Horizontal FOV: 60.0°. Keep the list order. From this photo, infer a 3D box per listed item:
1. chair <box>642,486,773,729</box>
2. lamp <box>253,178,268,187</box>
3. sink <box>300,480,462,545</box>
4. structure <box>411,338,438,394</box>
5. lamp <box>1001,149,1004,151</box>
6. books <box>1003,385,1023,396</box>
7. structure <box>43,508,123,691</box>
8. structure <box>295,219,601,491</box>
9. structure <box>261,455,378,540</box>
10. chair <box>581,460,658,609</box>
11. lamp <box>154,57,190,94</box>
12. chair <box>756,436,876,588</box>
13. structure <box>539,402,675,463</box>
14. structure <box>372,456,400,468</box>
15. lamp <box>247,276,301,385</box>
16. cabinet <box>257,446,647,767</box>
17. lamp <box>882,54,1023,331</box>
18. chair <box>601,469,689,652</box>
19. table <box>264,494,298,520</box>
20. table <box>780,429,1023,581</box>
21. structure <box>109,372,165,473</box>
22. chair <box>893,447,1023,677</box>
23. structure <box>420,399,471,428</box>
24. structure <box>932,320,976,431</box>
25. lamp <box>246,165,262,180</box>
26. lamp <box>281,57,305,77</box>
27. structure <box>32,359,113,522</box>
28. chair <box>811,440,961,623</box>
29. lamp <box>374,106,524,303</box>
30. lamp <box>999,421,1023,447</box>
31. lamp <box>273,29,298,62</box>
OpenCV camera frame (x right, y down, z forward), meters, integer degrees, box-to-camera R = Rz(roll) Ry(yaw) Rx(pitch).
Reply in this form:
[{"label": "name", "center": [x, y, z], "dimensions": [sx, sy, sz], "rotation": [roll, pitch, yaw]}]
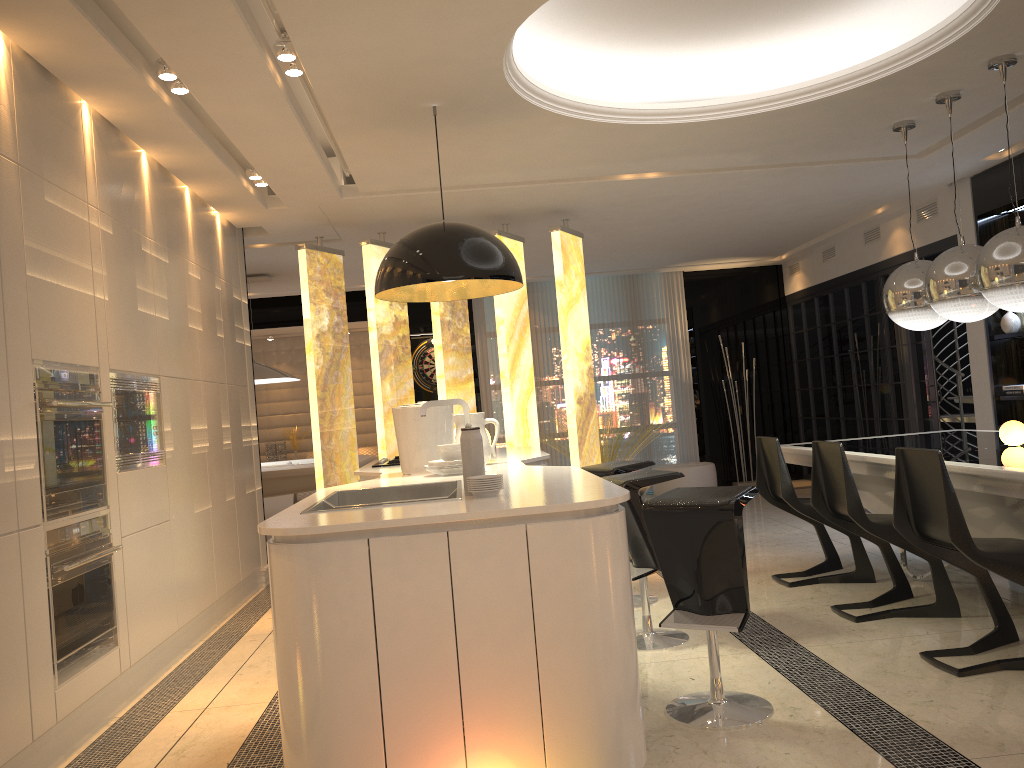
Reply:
[{"label": "chair", "center": [0.713, 0.785, 3.214], "dimensions": [0.380, 0.789, 0.380], "rotation": [-6, -2, 29]}, {"label": "lamp", "center": [-1.568, -1.297, 5.539], "dimensions": [0.107, 0.127, 0.107], "rotation": [-5, -2, -7]}, {"label": "sink", "center": [-0.407, 0.452, 3.024], "dimensions": [0.485, 0.152, 0.738], "rotation": [-5, -2, -4]}, {"label": "structure", "center": [-0.879, -0.218, 10.519], "dimensions": [0.669, 0.669, 0.048], "rotation": [-5, -2, -4]}, {"label": "lamp", "center": [3.407, -1.696, 6.222], "dimensions": [0.107, 0.127, 0.107], "rotation": [-4, -2, -22]}, {"label": "books", "center": [3.798, 0.041, 6.541], "dimensions": [0.209, 0.073, 0.266], "rotation": [-5, -2, 0]}, {"label": "structure", "center": [-1.926, 0.842, 3.495], "dimensions": [0.595, 0.597, 0.609], "rotation": [-5, -2, -4]}, {"label": "structure", "center": [-0.413, 0.091, 6.688], "dimensions": [2.180, 2.555, 0.448], "rotation": [-5, -2, -4]}, {"label": "structure", "center": [-2.740, 1.206, 8.439], "dimensions": [2.912, 0.812, 1.659], "rotation": [-5, -2, -4]}, {"label": "chair", "center": [0.605, 0.845, 5.046], "dimensions": [0.380, 0.789, 0.380], "rotation": [-4, -2, -36]}, {"label": "lamp", "center": [-1.469, -1.353, 3.845], "dimensions": [0.107, 0.127, 0.270], "rotation": [-5, -2, -4]}, {"label": "chair", "center": [1.757, 0.719, 5.211], "dimensions": [0.496, 0.858, 0.523], "rotation": [-5, -2, -4]}, {"label": "structure", "center": [1.019, 0.766, 9.807], "dimensions": [1.282, 1.142, 1.275], "rotation": [-6, -2, 43]}, {"label": "structure", "center": [-0.551, 0.444, 5.317], "dimensions": [0.502, 0.026, 0.811], "rotation": [-5, -2, -4]}, {"label": "lamp", "center": [-2.886, -0.479, 8.503], "dimensions": [1.578, 0.995, 0.939], "rotation": [-5, -2, -3]}, {"label": "cabinet", "center": [-0.248, 0.844, 4.169], "dimensions": [1.046, 0.887, 3.752], "rotation": [-5, -2, -4]}, {"label": "lamp", "center": [2.393, -0.945, 4.483], "dimensions": [0.408, 1.226, 1.827], "rotation": [-5, -2, -4]}, {"label": "chair", "center": [0.615, 0.821, 4.212], "dimensions": [0.380, 0.789, 0.380], "rotation": [-4, -2, -21]}, {"label": "table", "center": [-2.864, 1.470, 10.916], "dimensions": [0.608, 0.457, 1.143], "rotation": [-5, -2, -4]}, {"label": "table", "center": [2.473, 0.685, 4.409], "dimensions": [1.293, 0.759, 3.031], "rotation": [-5, -2, -4]}, {"label": "structure", "center": [-2.014, 0.200, 4.259], "dimensions": [0.446, 0.450, 0.659], "rotation": [-5, -2, -4]}, {"label": "chair", "center": [1.858, 0.662, 3.498], "dimensions": [0.496, 0.858, 0.523], "rotation": [-5, -2, -4]}, {"label": "structure", "center": [-0.216, 0.208, 3.016], "dimensions": [0.177, 0.310, 0.089], "rotation": [-5, -2, -4]}, {"label": "structure", "center": [4.885, -1.072, 9.351], "dimensions": [1.964, 4.134, 3.425], "rotation": [-5, -2, -4]}, {"label": "lamp", "center": [-1.559, -1.303, 5.376], "dimensions": [0.107, 0.127, 0.107], "rotation": [-4, -2, -22]}, {"label": "lamp", "center": [-0.946, -1.398, 3.832], "dimensions": [0.107, 0.127, 0.107], "rotation": [-4, -2, -22]}, {"label": "structure", "center": [-1.977, 0.235, 3.512], "dimensions": [0.595, 0.597, 0.609], "rotation": [-5, -2, -4]}, {"label": "chair", "center": [1.807, 0.691, 4.363], "dimensions": [0.496, 0.858, 0.523], "rotation": [-5, -2, -4]}, {"label": "lamp", "center": [-0.336, -0.888, 4.251], "dimensions": [0.710, 0.898, 0.710], "rotation": [-5, -2, 7]}, {"label": "lamp", "center": [2.448, 0.241, 4.328], "dimensions": [0.125, 0.125, 0.125], "rotation": [-3, -2, -43]}, {"label": "lamp", "center": [-0.936, -1.403, 3.669], "dimensions": [0.107, 0.127, 0.107], "rotation": [-4, -2, -22]}]
